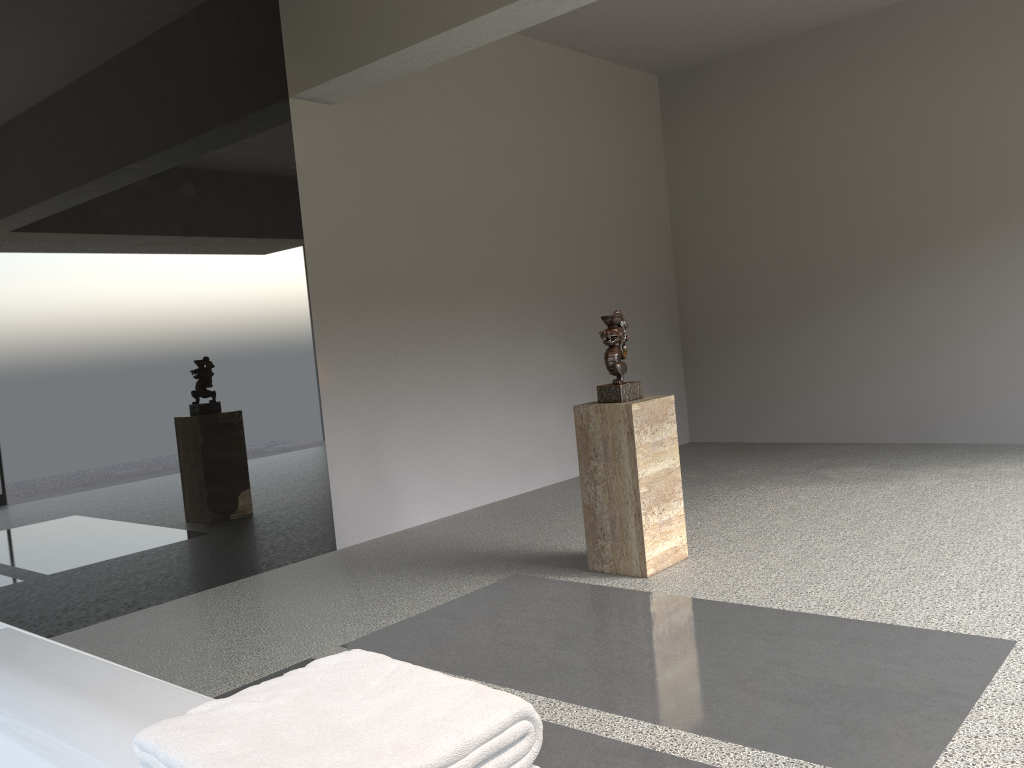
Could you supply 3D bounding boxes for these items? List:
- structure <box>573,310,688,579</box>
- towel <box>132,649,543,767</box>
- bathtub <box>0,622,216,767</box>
[{"bbox_3d":[0.483,0.227,3.711,0.291,1.074,0.328,-3,3,41],"label":"structure"},{"bbox_3d":[-0.180,0.410,0.932,0.322,0.145,0.305,-3,4,44],"label":"towel"},{"bbox_3d":[-1.099,0.805,1.062,1.957,0.504,1.328,-3,4,41],"label":"bathtub"}]
